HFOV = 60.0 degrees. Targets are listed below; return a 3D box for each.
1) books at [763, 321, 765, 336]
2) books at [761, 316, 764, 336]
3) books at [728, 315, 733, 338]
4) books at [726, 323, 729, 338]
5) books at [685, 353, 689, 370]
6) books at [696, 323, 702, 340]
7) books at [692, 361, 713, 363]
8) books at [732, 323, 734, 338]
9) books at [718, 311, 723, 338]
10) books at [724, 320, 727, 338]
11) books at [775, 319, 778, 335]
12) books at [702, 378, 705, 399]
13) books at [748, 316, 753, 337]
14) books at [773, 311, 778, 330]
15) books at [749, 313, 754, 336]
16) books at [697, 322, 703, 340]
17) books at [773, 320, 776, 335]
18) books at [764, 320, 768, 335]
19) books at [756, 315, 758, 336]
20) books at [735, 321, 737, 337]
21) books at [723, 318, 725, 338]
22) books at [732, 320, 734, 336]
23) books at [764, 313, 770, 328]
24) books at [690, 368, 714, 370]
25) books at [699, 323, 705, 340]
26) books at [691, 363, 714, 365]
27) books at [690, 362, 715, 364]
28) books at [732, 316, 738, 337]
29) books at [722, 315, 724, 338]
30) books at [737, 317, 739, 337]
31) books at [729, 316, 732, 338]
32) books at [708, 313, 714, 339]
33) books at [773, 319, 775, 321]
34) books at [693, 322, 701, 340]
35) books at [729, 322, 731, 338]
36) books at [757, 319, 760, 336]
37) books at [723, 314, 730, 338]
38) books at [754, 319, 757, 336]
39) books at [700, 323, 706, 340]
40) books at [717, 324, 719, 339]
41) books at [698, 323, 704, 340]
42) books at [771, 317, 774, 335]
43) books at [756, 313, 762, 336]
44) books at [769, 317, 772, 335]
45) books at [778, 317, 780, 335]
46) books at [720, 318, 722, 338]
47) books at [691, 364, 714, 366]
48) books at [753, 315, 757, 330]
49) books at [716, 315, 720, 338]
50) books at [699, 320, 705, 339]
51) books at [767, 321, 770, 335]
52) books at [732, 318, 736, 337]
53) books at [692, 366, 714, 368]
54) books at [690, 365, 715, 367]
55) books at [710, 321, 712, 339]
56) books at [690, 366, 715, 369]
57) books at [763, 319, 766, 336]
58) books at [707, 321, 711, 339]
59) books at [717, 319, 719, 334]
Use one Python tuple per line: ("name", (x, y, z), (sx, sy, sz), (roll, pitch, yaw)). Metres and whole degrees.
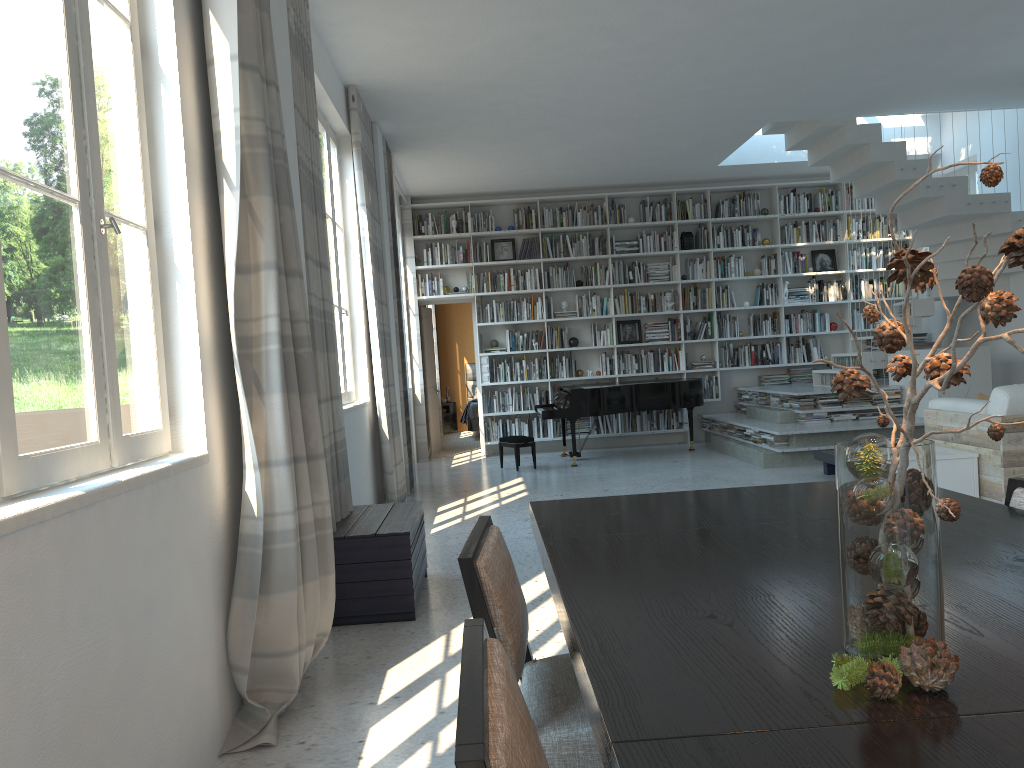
("books", (3.131, -0.694, 11.106), (0.018, 0.182, 0.182), (-4, 2, -2))
("books", (3.111, -0.727, 11.105), (0.018, 0.251, 0.184), (-4, 2, -2))
("books", (2.736, -0.720, 11.118), (0.006, 0.285, 0.159), (-4, 2, -2))
("books", (2.674, -0.666, 11.099), (0.013, 0.186, 0.183), (-4, 2, -2))
("books", (2.178, -0.280, 11.117), (0.030, 0.210, 0.136), (-4, 2, -2))
("books", (2.318, -0.652, 11.086), (0.089, 0.210, 0.175), (-4, 2, -2))
("books", (2.373, -0.276, 11.053), (0.254, 0.012, 0.161), (-3, 1, 7))
("books", (2.749, -0.668, 11.119), (0.013, 0.179, 0.140), (-4, 2, -2))
("books", (2.610, -0.740, 11.118), (0.007, 0.342, 0.149), (-4, 2, -2))
("books", (2.648, -0.684, 11.089), (0.011, 0.226, 0.188), (-4, 2, -2))
("books", (3.296, -0.716, 11.124), (0.013, 0.204, 0.158), (-4, 2, -2))
("books", (2.366, 0.057, 11.033), (0.005, 0.264, 0.162), (-4, 2, -2))
("books", (2.993, -0.720, 11.122), (0.019, 0.252, 0.130), (-4, 2, -2))
("books", (3.303, -0.762, 11.115), (0.007, 0.295, 0.162), (-4, 2, -2))
("books", (3.009, -0.741, 11.135), (0.016, 0.290, 0.131), (-4, 2, -2))
("books", (2.332, -0.662, 11.106), (0.095, 0.226, 0.144), (-4, 2, -2))
("books", (3.267, -0.702, 11.105), (0.016, 0.180, 0.189), (-4, 2, -2))
("books", (3.171, -0.703, 11.117), (0.015, 0.195, 0.175), (-4, 2, -2))
("books", (3.053, -0.728, 11.123), (0.008, 0.259, 0.158), (-4, 2, -2))
("books", (2.784, -0.684, 11.109), (0.014, 0.207, 0.180), (-4, 2, -2))
("books", (2.635, -0.695, 11.099), (0.013, 0.249, 0.165), (-4, 2, -2))
("books", (2.757, -0.690, 11.120), (0.008, 0.223, 0.133), (-4, 2, -2))
("books", (3.198, -0.745, 11.116), (0.006, 0.274, 0.172), (-4, 2, -2))
("books", (2.379, -0.192, 11.061), (0.285, 0.012, 0.159), (-4, 1, 1))
("books", (2.363, -0.658, 11.111), (0.090, 0.215, 0.139), (-4, 2, -2))
("books", (2.375, -0.252, 11.052), (0.254, 0.012, 0.161), (-4, 1, -2))
("books", (2.374, -0.265, 11.060), (0.285, 0.012, 0.159), (-4, 1, 2))
("books", (2.796, -0.712, 11.113), (0.014, 0.261, 0.141), (-4, 2, -2))
("books", (2.625, -0.712, 11.096), (0.005, 0.284, 0.159), (-4, 2, -2))
("books", (2.810, -0.708, 11.114), (0.013, 0.251, 0.172), (-4, 2, -2))
("books", (2.717, -0.709, 11.102), (0.012, 0.267, 0.183), (-4, 2, -2))
("books", (2.488, -0.724, 11.094), (0.014, 0.325, 0.182), (-4, 2, -2))
("books", (3.281, -0.716, 11.133), (0.016, 0.205, 0.141), (-4, 2, -2))
("books", (2.300, -0.660, 11.080), (0.095, 0.228, 0.190), (-4, 2, -2))
("books", (2.706, -0.677, 11.115), (0.013, 0.203, 0.167), (-4, 2, -2))
("books", (3.073, -0.704, 11.144), (0.031, 0.208, 0.122), (-4, 2, -2))
("books", (2.684, -0.722, 11.095), (0.014, 0.297, 0.175), (-4, 2, -2))
("books", (3.027, -0.704, 11.109), (0.016, 0.216, 0.177), (-4, 2, -2))
("books", (2.377, -0.653, 11.100), (0.091, 0.205, 0.169), (-4, 2, -2))
("books", (2.556, -0.660, 11.109), (0.015, 0.188, 0.168), (-4, 2, -2))
("books", (2.344, -0.655, 11.102), (0.090, 0.212, 0.143), (-4, 2, -2))
("books", (3.246, -0.727, 11.130), (0.021, 0.232, 0.155), (-4, 2, -2))
("books", (3.096, -0.744, 11.130), (0.007, 0.285, 0.159), (-4, 2, -2))
("books", (3.211, -0.723, 11.116), (0.018, 0.229, 0.181), (-4, 2, -2))
("books", (3.338, -0.729, 11.140), (0.009, 0.224, 0.146), (-4, 2, -2))
("books", (2.593, -0.709, 11.102), (0.006, 0.281, 0.155), (-4, 2, -2))
("books", (2.376, -0.240, 11.063), (0.254, 0.012, 0.161), (-4, 1, 3))
("books", (3.041, -0.729, 11.123), (0.015, 0.262, 0.149), (-4, 2, -2))
("books", (2.581, -0.715, 11.103), (0.018, 0.295, 0.177), (-4, 2, -2))
("books", (2.358, -0.671, 11.101), (0.094, 0.238, 0.149), (-4, 2, -2))
("books", (3.188, -0.698, 11.114), (0.019, 0.183, 0.190), (-4, 2, -2))
("books", (2.768, -0.698, 11.111), (0.015, 0.238, 0.176), (-4, 2, -2))
("books", (2.378, -0.216, 11.062), (0.254, 0.012, 0.161), (-4, 1, 4))
("books", (2.377, -0.228, 11.059), (0.285, 0.012, 0.159), (-4, 1, 1))
("books", (2.473, -0.673, 11.098), (0.021, 0.226, 0.148), (-4, 2, -2))
("books", (2.378, -0.204, 11.065), (0.285, 0.012, 0.159), (-4, 1, 3))
("books", (3.146, -0.727, 11.135), (0.030, 0.244, 0.135), (-4, 2, -2))
("books", (2.449, -0.670, 11.086), (0.029, 0.223, 0.171), (-4, 2, -2))
("books", (2.567, -0.686, 11.118), (0.011, 0.239, 0.136), (-4, 2, -2))
